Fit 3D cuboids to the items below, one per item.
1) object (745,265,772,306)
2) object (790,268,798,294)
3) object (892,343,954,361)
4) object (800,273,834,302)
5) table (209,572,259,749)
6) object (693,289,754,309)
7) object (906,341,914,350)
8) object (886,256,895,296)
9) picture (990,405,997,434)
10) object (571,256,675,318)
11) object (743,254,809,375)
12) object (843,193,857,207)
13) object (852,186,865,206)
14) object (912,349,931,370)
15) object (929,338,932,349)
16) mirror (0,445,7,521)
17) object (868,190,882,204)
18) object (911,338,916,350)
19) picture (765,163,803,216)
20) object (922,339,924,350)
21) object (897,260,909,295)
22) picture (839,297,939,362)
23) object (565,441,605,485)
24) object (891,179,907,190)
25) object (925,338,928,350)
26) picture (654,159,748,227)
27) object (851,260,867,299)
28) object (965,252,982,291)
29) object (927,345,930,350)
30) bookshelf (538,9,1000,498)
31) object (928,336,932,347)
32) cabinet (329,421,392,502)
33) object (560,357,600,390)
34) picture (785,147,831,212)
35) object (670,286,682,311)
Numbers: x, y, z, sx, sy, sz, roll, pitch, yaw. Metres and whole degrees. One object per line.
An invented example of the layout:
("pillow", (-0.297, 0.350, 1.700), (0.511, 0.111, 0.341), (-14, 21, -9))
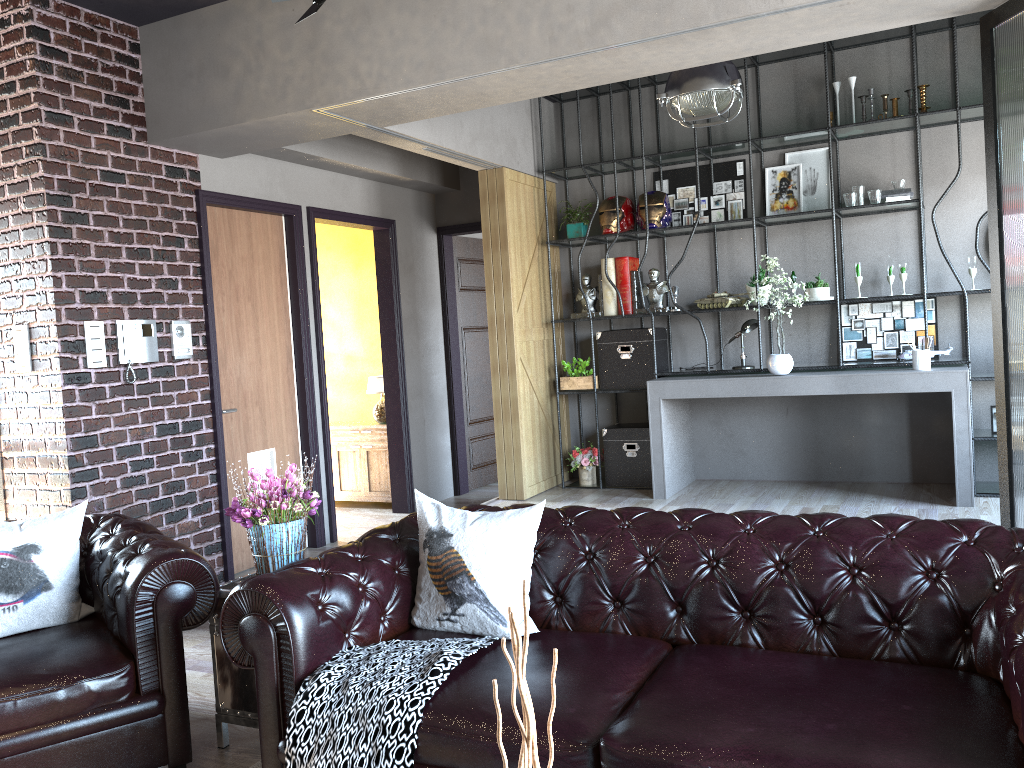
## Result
("object", (1.868, -0.746, 6.690), (0.137, 0.305, 0.193), (-5, 3, -30))
("object", (2.150, -0.751, 6.761), (0.113, 0.273, 0.113), (-4, 2, -7))
("object", (2.892, -0.222, 6.308), (0.351, 0.111, 0.379), (-5, 4, -31))
("object", (2.242, -0.714, 6.529), (0.235, 0.212, 0.235), (-5, 3, -19))
("table", (-0.865, 1.050, 3.426), (0.417, 0.609, 0.406), (-2, 3, 26))
("object", (1.658, -0.673, 6.864), (0.207, 0.170, 0.577), (-5, 3, -29))
("object", (2.726, -0.197, 5.956), (0.137, 0.190, 0.009), (-2, 3, 29))
("object", (2.776, -0.791, 6.504), (0.113, 0.301, 0.113), (-6, 3, -45))
("picture", (3.363, 0.241, 6.047), (0.172, 0.190, 0.036), (-2, 3, 26))
("object", (0.891, -0.791, 7.231), (0.833, 0.466, 0.290), (-2, 3, 26))
("object", (1.873, -0.494, 6.210), (0.398, 0.852, 0.420), (-4, 3, -17))
("object", (2.399, -1.299, 6.287), (0.093, 0.099, 0.092), (-5, 3, -26))
("object", (2.487, -1.337, 6.357), (0.087, 0.155, 0.087), (-2, 3, 39))
("object", (2.741, -0.161, 5.937), (0.110, 0.137, 0.110), (-2, 3, 36))
("object", (2.777, -0.218, 5.920), (0.062, 0.169, 0.009), (-2, 3, 26))
("mirror", (-3.406, -0.317, 5.237), (1.048, 3.459, 0.050), (-2, 3, 26))
("object", (2.545, -1.305, 6.215), (0.092, 0.099, 0.093), (-4, 3, -16))
("object", (2.720, -0.207, 5.975), (0.023, 0.202, 0.046), (-5, 3, -27))
("picture", (2.079, -1.464, 6.778), (0.267, 0.413, 0.101), (-2, 3, 26))
("object", (2.763, -0.218, 5.969), (0.009, 0.167, 0.061), (-2, 3, 39))
("object", (2.748, -0.747, 6.228), (0.113, 0.246, 0.113), (-6, 3, -45))
("picture", (2.778, -0.396, 6.551), (0.665, 0.447, 0.051), (-2, 3, 26))
("object", (0.599, 0.652, 7.384), (0.345, 0.362, 0.332), (-2, 3, 30))
("object", (2.771, -1.421, 6.343), (0.103, 0.068, 0.103), (-3, 3, 19))
("object", (2.779, -0.209, 5.954), (0.037, 0.204, 0.023), (-5, 2, -24))
("picture", (1.510, -1.506, 7.137), (0.749, 0.503, 0.058), (-2, 3, 26))
("object", (2.470, -0.749, 6.323), (0.113, 0.275, 0.113), (-2, 3, 30))
("object", (3.193, -0.783, 6.149), (0.113, 0.270, 0.113), (-3, 2, 15))
("object", (2.756, -0.183, 5.915), (0.068, 0.159, 0.009), (-2, 3, 40))
("bookshelf", (2.417, -0.854, 6.489), (4.482, 3.281, 0.527), (-2, 3, 26))
("object", (2.783, -0.227, 5.931), (0.052, 0.185, 0.009), (-2, 3, 28))
("cabinet", (-1.570, 0.746, 8.369), (1.431, 0.750, 0.409), (-2, 3, 26))
("object", (0.555, -0.091, 7.276), (0.304, 0.265, 0.181), (-2, 3, 26))
("picture", (2.253, -1.523, 6.735), (0.332, 0.514, 0.119), (-2, 3, 26))
("object", (1.274, -0.668, 6.929), (0.093, 0.200, 0.093), (-3, 3, 21))
